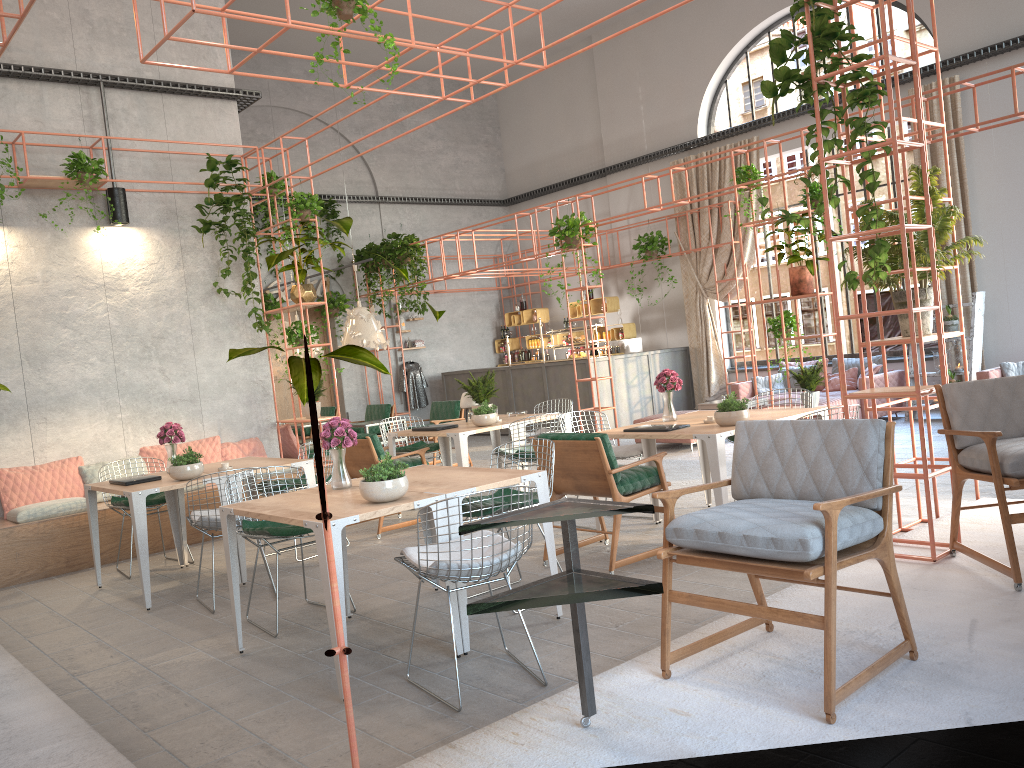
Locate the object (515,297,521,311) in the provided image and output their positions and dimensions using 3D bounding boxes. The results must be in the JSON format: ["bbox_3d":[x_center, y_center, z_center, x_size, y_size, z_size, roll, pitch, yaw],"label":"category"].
[{"bbox_3d":[0.133,-1.648,18.369,0.134,0.301,0.134,-5,3,39],"label":"object"}]

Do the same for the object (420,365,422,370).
[{"bbox_3d":[-1.795,-0.296,17.584,0.033,0.146,0.070,-6,2,21],"label":"object"}]

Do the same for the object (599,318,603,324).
[{"bbox_3d":[1.653,-1.147,16.417,0.083,0.159,0.083,-6,2,5],"label":"object"}]

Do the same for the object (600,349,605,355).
[{"bbox_3d":[1.684,-0.598,16.453,0.115,0.107,0.115,-8,3,-43],"label":"object"}]

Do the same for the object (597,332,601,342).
[{"bbox_3d":[1.613,-0.876,16.461,0.069,0.191,0.069,-8,2,-28],"label":"object"}]

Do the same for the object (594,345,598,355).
[{"bbox_3d":[1.592,-0.692,16.811,0.074,0.287,0.072,-7,2,-8],"label":"object"}]

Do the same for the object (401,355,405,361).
[{"bbox_3d":[-2.135,-0.503,17.300,0.093,0.121,0.049,-8,3,-38],"label":"object"}]

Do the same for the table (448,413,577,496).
[{"bbox_3d":[-0.028,0.761,9.053,0.694,0.830,1.214,-8,3,-40],"label":"table"}]

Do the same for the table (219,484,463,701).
[{"bbox_3d":[-0.934,1.028,4.695,0.694,0.830,1.205,-8,3,-40],"label":"table"}]

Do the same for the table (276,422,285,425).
[{"bbox_3d":[-4.012,1.042,14.283,0.635,0.798,0.602,-8,3,-40],"label":"table"}]

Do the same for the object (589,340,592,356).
[{"bbox_3d":[1.467,-0.676,16.694,0.066,0.291,0.066,-5,3,34],"label":"object"}]

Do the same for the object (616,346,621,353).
[{"bbox_3d":[1.967,-0.640,16.427,0.073,0.131,0.073,-4,3,43],"label":"object"}]

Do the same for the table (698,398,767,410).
[{"bbox_3d":[3.163,0.470,12.666,0.520,0.455,0.916,-8,3,-40],"label":"table"}]

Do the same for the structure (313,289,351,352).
[{"bbox_3d":[-3.389,-1.175,16.465,0.950,1.527,0.921,-8,3,-42],"label":"structure"}]

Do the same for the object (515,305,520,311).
[{"bbox_3d":[0.111,-1.547,18.135,0.088,0.123,0.088,-6,2,16],"label":"object"}]

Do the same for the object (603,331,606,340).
[{"bbox_3d":[1.718,-0.883,16.337,0.069,0.191,0.069,-7,2,-5],"label":"object"}]

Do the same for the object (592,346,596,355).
[{"bbox_3d":[1.532,-0.680,16.756,0.065,0.280,0.065,-6,2,3],"label":"object"}]

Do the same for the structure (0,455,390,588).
[{"bbox_3d":[-4.892,1.417,10.882,4.386,0.500,5.831,-8,3,-40],"label":"structure"}]

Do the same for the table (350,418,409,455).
[{"bbox_3d":[-1.756,0.891,11.599,0.635,0.798,0.602,-8,3,-40],"label":"table"}]

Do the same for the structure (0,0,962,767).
[{"bbox_3d":[-3.696,-0.779,8.702,4.501,4.345,14.096,-8,3,-41],"label":"structure"}]

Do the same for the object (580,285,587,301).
[{"bbox_3d":[1.367,-1.731,16.901,0.134,0.301,0.134,-5,3,39],"label":"object"}]

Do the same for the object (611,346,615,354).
[{"bbox_3d":[1.862,-0.625,16.330,0.073,0.131,0.073,-4,3,43],"label":"object"}]

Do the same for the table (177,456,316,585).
[{"bbox_3d":[-2.168,1.069,7.237,0.694,0.830,1.214,-8,3,-40],"label":"table"}]

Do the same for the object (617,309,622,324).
[{"bbox_3d":[1.969,-1.231,16.225,0.075,0.273,0.075,-5,3,39],"label":"object"}]

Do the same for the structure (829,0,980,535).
[{"bbox_3d":[2.584,-0.792,5.837,0.624,3.602,0.424,-8,3,-40],"label":"structure"}]

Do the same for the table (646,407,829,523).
[{"bbox_3d":[1.776,0.651,6.936,0.694,0.830,1.214,-8,3,-40],"label":"table"}]

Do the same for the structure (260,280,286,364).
[{"bbox_3d":[-4.365,-1.052,15.582,0.921,1.527,0.950,-7,2,-7],"label":"structure"}]

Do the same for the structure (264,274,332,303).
[{"bbox_3d":[-3.859,-1.739,15.976,1.312,0.505,0.063,-8,3,-40],"label":"structure"}]

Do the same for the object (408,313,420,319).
[{"bbox_3d":[-1.930,-1.340,17.461,0.263,0.101,0.013,-8,3,-40],"label":"object"}]

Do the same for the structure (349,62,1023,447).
[{"bbox_3d":[3.110,-1.119,12.361,4.157,4.247,14.689,-8,3,-40],"label":"structure"}]

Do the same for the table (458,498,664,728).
[{"bbox_3d":[0.184,0.810,2.654,0.635,0.798,0.602,-8,3,-40],"label":"table"}]

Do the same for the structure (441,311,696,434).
[{"bbox_3d":[0.921,-0.225,16.622,2.579,2.022,4.057,-8,3,-40],"label":"structure"}]

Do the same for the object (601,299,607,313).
[{"bbox_3d":[1.713,-1.447,16.421,0.137,0.261,0.137,-7,2,-4],"label":"object"}]

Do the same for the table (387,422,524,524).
[{"bbox_3d":[-0.554,0.837,8.602,0.694,0.830,1.205,-8,3,-40],"label":"table"}]

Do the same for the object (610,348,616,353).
[{"bbox_3d":[1.862,-0.617,16.434,0.115,0.107,0.115,-8,3,-34],"label":"object"}]

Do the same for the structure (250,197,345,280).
[{"bbox_3d":[-3.880,-2.577,15.866,0.856,1.514,1.939,-4,3,44],"label":"structure"}]

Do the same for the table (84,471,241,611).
[{"bbox_3d":[-2.693,1.145,6.786,0.694,0.830,1.205,-8,3,-40],"label":"table"}]

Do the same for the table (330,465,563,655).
[{"bbox_3d":[-0.411,0.952,5.145,0.694,0.830,1.214,-8,3,-40],"label":"table"}]

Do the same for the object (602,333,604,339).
[{"bbox_3d":[1.728,-0.892,16.559,0.069,0.191,0.069,-6,2,-1],"label":"object"}]

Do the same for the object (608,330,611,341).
[{"bbox_3d":[1.777,-0.887,16.267,0.069,0.191,0.069,-7,2,-23],"label":"object"}]

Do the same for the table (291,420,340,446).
[{"bbox_3d":[-2.884,0.966,12.941,0.635,0.798,0.602,-8,3,-40],"label":"table"}]

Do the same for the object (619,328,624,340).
[{"bbox_3d":[2.006,-0.913,16.059,0.131,0.207,0.131,-6,2,5],"label":"object"}]

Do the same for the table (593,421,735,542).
[{"bbox_3d":[1.251,0.728,6.485,0.694,0.830,1.205,-8,3,-40],"label":"table"}]

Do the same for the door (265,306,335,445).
[{"bbox_3d":[-4.112,-0.034,16.608,1.360,2.729,0.551,-8,3,-40],"label":"door"}]

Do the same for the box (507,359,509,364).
[{"bbox_3d":[-0.032,-0.475,18.472,0.058,0.093,0.122,-8,3,-40],"label":"box"}]

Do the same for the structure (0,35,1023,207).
[{"bbox_3d":[-1.012,-3.401,8.654,15.603,0.110,15.203,-8,3,-40],"label":"structure"}]

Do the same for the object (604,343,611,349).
[{"bbox_3d":[1.765,-0.711,16.440,0.115,0.107,0.115,-6,2,16],"label":"object"}]

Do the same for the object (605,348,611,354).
[{"bbox_3d":[1.768,-0.603,16.354,0.115,0.107,0.115,-6,2,16],"label":"object"}]

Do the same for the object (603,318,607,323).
[{"bbox_3d":[1.712,-1.151,16.348,0.083,0.159,0.083,-6,2,5],"label":"object"}]

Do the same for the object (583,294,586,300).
[{"bbox_3d":[1.346,-1.629,16.667,0.088,0.123,0.088,-6,2,16],"label":"object"}]
